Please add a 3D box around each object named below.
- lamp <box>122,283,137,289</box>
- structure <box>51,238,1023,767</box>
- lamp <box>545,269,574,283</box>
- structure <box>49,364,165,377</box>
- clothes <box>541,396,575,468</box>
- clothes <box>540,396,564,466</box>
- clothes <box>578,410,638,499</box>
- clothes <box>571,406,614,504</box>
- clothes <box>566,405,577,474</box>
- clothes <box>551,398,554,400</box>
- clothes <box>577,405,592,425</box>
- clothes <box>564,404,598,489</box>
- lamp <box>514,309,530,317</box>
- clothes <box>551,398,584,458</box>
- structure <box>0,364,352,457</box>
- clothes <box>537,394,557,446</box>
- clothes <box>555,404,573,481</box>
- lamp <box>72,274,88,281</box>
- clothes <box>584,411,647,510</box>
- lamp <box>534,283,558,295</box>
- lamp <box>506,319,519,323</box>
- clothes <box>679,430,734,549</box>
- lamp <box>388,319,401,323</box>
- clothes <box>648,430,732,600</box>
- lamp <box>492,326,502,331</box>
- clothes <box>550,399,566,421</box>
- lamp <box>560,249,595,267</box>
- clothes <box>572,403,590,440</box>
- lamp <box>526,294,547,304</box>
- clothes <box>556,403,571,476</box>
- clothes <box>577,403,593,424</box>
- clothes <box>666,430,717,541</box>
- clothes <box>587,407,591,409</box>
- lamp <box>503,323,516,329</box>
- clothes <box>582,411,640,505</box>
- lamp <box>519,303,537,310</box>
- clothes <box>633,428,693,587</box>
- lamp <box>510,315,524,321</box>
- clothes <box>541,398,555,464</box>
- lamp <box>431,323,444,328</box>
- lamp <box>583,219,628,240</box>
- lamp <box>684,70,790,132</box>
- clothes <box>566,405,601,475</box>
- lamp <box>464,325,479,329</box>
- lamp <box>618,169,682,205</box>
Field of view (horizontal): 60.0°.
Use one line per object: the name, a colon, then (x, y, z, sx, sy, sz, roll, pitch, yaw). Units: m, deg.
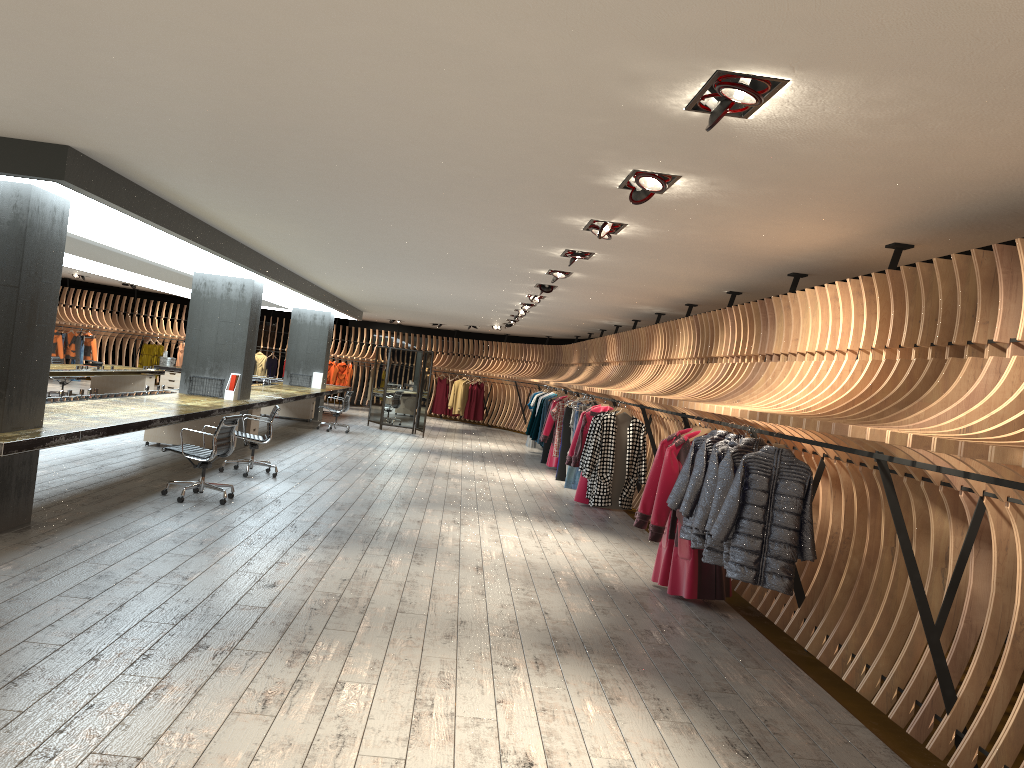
lamp: (-10.301, -2.724, 23.887, 0.269, 0.293, 0.492, 7, 0, 29)
structure: (-5.248, -0.434, 10.336, 14.880, 2.440, 36.558, 7, 1, -3)
lamp: (0.527, -1.264, 9.821, 0.269, 0.294, 0.493, 7, 0, -3)
structure: (-8.051, 0.054, 14.476, 1.162, 0.844, 10.452, 7, 1, -3)
clothes: (0.956, 0.866, 15.827, 0.840, 1.312, 0.321, 7, 0, 6)
clothes: (0.941, 0.862, 16.116, 0.839, 1.312, 0.321, 7, 0, -4)
clothes: (1.215, 0.892, 10.930, 0.773, 1.161, 0.191, 7, 0, 17)
clothes: (1.177, 0.939, 11.695, 0.840, 1.312, 0.320, 7, 0, 26)
clothes: (1.016, 0.902, 13.968, 0.278, 1.141, 0.172, 7, 0, 4)
clothes: (0.882, 0.971, 17.064, 0.539, 1.353, 0.087, 7, 0, 21)
clothes: (1.091, 0.708, 13.140, 0.278, 0.767, 0.263, 7, 0, 4)
clothes: (1.030, 1.048, 13.426, 0.373, 1.536, 0.312, 7, 0, 8)
lamp: (0.186, -1.367, 16.192, 0.269, 0.301, 0.493, 7, 0, -3)
clothes: (0.992, 0.765, 14.986, 0.759, 1.030, 0.179, 7, 0, -17)
structure: (-6.219, 0.278, 14.359, 4.835, 0.844, 18.477, 7, 1, -3)
clothes: (0.904, 0.736, 17.349, 0.715, 1.088, 0.257, 7, 0, 3)
clothes: (1.032, 1.018, 14.280, 0.539, 1.353, 0.087, 7, 0, -4)
lamp: (-10.940, -2.785, 22.438, 0.269, 0.296, 0.492, 7, 0, 16)
clothes: (1.243, 0.900, 10.414, 0.772, 1.161, 0.191, 7, 0, -13)
lamp: (0.442, -1.292, 11.414, 0.269, 0.291, 0.493, 7, 0, -3)
lamp: (0.017, -1.424, 19.377, 0.269, 0.294, 0.493, 7, 0, -3)
clothes: (1.451, 0.752, 6.234, 0.501, 0.854, 0.245, 7, 0, -19)
lamp: (-3.411, -1.909, 26.029, 0.493, 0.292, 0.269, 7, 0, 29)
clothes: (1.503, 1.030, 6.904, 0.840, 1.317, 0.318, 7, 0, 4)
lamp: (-0.363, -1.505, 22.535, 0.269, 0.287, 0.493, 7, 0, -23)
clothes: (0.995, 0.765, 15.209, 0.760, 1.020, 0.188, 7, 0, -2)
lamp: (0.612, -1.237, 8.228, 0.269, 0.295, 0.493, 7, 0, -3)
clothes: (1.034, 1.038, 13.718, 0.277, 1.543, 0.316, 7, 0, -4)
lamp: (0.358, -1.322, 13.006, 0.269, 0.284, 0.493, 7, 0, -3)
clothes: (1.004, 1.012, 14.482, 0.540, 1.353, 0.087, 7, 0, 36)
clothes: (1.092, 0.933, 13.575, 0.276, 1.292, 0.317, 7, 0, -39)
clothes: (1.462, 0.764, 6.515, 0.746, 0.854, 0.166, 7, 0, 42)
clothes: (1.223, 0.719, 12.973, 0.336, 0.776, 0.254, 7, 0, 12)
lamp: (-0.071, -1.452, 20.969, 0.269, 0.291, 0.493, 7, 0, -7)
clothes: (1.244, 0.898, 10.639, 0.773, 1.161, 0.191, 7, 0, -3)
lamp: (0.272, -1.343, 14.599, 0.269, 0.296, 0.493, 7, 0, -3)
clothes: (1.418, 1.012, 7.178, 0.840, 1.312, 0.320, 7, 0, 26)
lamp: (0.102, -1.401, 17.784, 0.269, 0.286, 0.493, 7, 0, -3)
clothes: (0.874, 0.972, 16.872, 0.539, 1.353, 0.087, 7, 0, 1)
lamp: (-2.097, -1.739, 25.152, 0.493, 0.294, 0.269, 7, 0, 42)
lamp: (0.697, -1.211, 6.636, 0.269, 0.294, 0.493, 7, 0, -3)
lamp: (0.867, -1.156, 3.451, 0.269, 0.298, 0.493, 7, 0, -3)
clothes: (1.161, 0.934, 11.983, 0.840, 1.312, 0.321, 7, 0, 16)
lamp: (-1.056, -1.601, 23.961, 0.269, 0.292, 0.493, 7, 0, -35)
lamp: (0.782, -1.181, 5.043, 0.269, 0.302, 0.493, 7, 0, -3)
